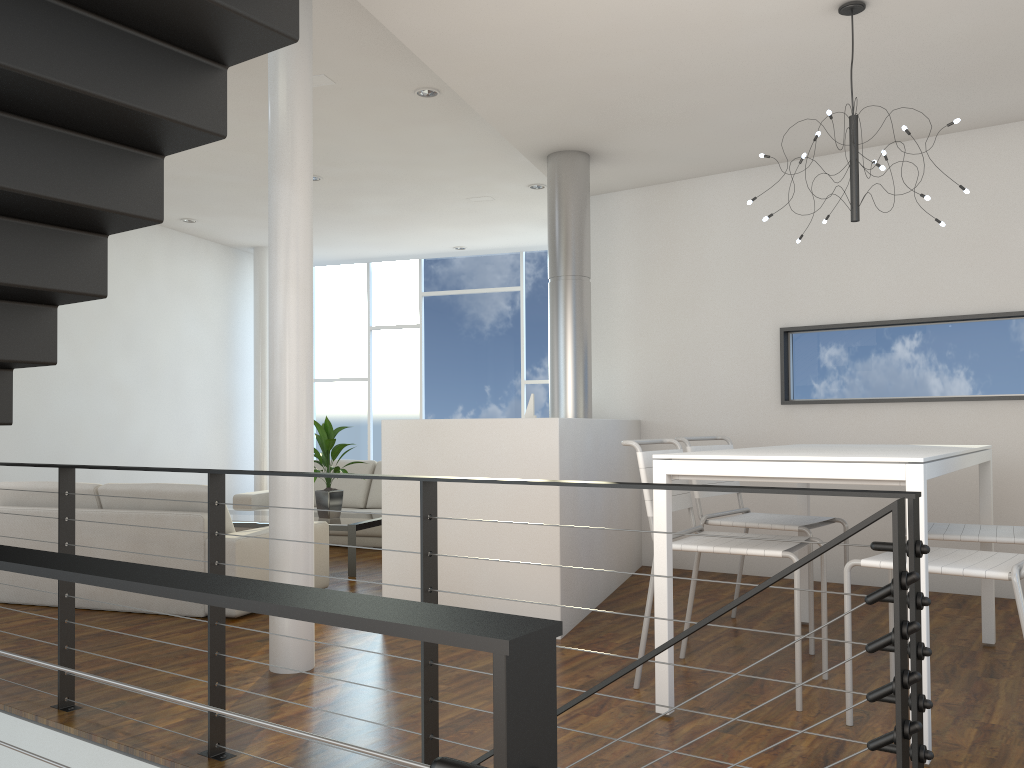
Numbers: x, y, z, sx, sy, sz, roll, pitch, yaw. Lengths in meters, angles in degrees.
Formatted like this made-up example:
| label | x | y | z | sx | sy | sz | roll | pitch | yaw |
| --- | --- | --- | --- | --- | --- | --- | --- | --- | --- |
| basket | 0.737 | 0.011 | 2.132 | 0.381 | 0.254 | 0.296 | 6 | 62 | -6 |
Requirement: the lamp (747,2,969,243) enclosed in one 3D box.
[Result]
| label | x | y | z | sx | sy | sz | roll | pitch | yaw |
| --- | --- | --- | --- | --- | --- | --- | --- | --- | --- |
| lamp | 1.130 | -0.889 | 2.926 | 0.590 | 0.725 | 0.619 | 1 | -2 | -34 |

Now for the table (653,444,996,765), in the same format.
| label | x | y | z | sx | sy | sz | roll | pitch | yaw |
| --- | --- | --- | --- | --- | --- | --- | --- | --- | --- |
| table | 1.081 | 0.571 | 2.864 | 0.700 | 0.719 | 1.401 | -2 | -3 | 34 |

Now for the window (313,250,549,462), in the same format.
| label | x | y | z | sx | sy | sz | roll | pitch | yaw |
| --- | --- | --- | --- | --- | --- | --- | --- | --- | --- |
| window | -0.505 | -1.573 | 8.312 | 3.415 | 5.631 | 0.090 | -1 | -1 | 18 |

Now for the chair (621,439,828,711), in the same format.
| label | x | y | z | sx | sy | sz | roll | pitch | yaw |
| --- | --- | --- | --- | --- | --- | --- | --- | --- | --- |
| chair | 0.671 | 0.558 | 2.811 | 0.555 | 0.764 | 0.428 | -2 | -2 | 31 |

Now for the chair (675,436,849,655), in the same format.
| label | x | y | z | sx | sy | sz | roll | pitch | yaw |
| --- | --- | --- | --- | --- | --- | --- | --- | --- | --- |
| chair | 0.963 | 0.586 | 3.441 | 0.555 | 0.764 | 0.428 | -2 | -2 | 40 |

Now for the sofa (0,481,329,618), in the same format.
| label | x | y | z | sx | sy | sz | roll | pitch | yaw |
| --- | --- | --- | --- | --- | --- | --- | --- | --- | --- |
| sofa | -1.798 | 0.749 | 4.377 | 1.611 | 0.565 | 0.803 | -1 | -2 | 19 |

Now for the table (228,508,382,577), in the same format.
| label | x | y | z | sx | sy | sz | roll | pitch | yaw |
| --- | --- | --- | --- | --- | --- | --- | --- | --- | --- |
| table | -1.497 | 0.939 | 5.388 | 1.608 | 0.284 | 0.661 | -1 | -3 | 19 |

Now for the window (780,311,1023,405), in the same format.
| label | x | y | z | sx | sy | sz | roll | pitch | yaw |
| --- | --- | --- | --- | --- | --- | --- | --- | --- | --- |
| window | 2.301 | -0.125 | 4.186 | 2.025 | 0.407 | 0.165 | -2 | -2 | 34 |

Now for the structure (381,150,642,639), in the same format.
| label | x | y | z | sx | sy | sz | roll | pitch | yaw |
| --- | --- | --- | --- | --- | --- | --- | --- | --- | --- |
| structure | 0.242 | -0.056 | 4.819 | 0.750 | 2.204 | 2.752 | -1 | -2 | 18 |

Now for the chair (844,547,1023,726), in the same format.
| label | x | y | z | sx | sy | sz | roll | pitch | yaw |
| --- | --- | --- | --- | --- | --- | --- | --- | --- | --- |
| chair | 1.227 | 0.532 | 2.356 | 0.555 | 0.764 | 0.428 | -2 | -2 | 41 |

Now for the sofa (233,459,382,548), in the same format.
| label | x | y | z | sx | sy | sz | roll | pitch | yaw |
| --- | --- | --- | --- | --- | --- | --- | --- | --- | --- |
| sofa | -1.114 | 0.840 | 6.402 | 1.611 | 0.565 | 0.803 | -1 | -2 | 19 |

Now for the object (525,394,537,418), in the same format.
| label | x | y | z | sx | sy | sz | roll | pitch | yaw |
| --- | --- | --- | --- | --- | --- | --- | --- | --- | --- |
| object | 0.105 | 0.131 | 5.010 | 0.061 | 0.151 | 0.100 | -1 | -2 | 5 |

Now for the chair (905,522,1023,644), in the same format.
| label | x | y | z | sx | sy | sz | roll | pitch | yaw |
| --- | --- | --- | --- | --- | --- | --- | --- | --- | --- |
| chair | 1.605 | 0.559 | 2.980 | 0.555 | 0.764 | 0.428 | -1 | -2 | 29 |

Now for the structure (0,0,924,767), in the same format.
| label | x | y | z | sx | sy | sz | roll | pitch | yaw |
| --- | --- | --- | --- | --- | --- | --- | --- | --- | --- |
| structure | -1.133 | 0.436 | 1.854 | 4.363 | 6.293 | 1.094 | -2 | -2 | 34 |

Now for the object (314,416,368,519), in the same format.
| label | x | y | z | sx | sy | sz | roll | pitch | yaw |
| --- | --- | --- | --- | --- | --- | --- | --- | --- | --- |
| object | -1.066 | 0.484 | 5.207 | 0.432 | 0.601 | 0.458 | -1 | -2 | 4 |
